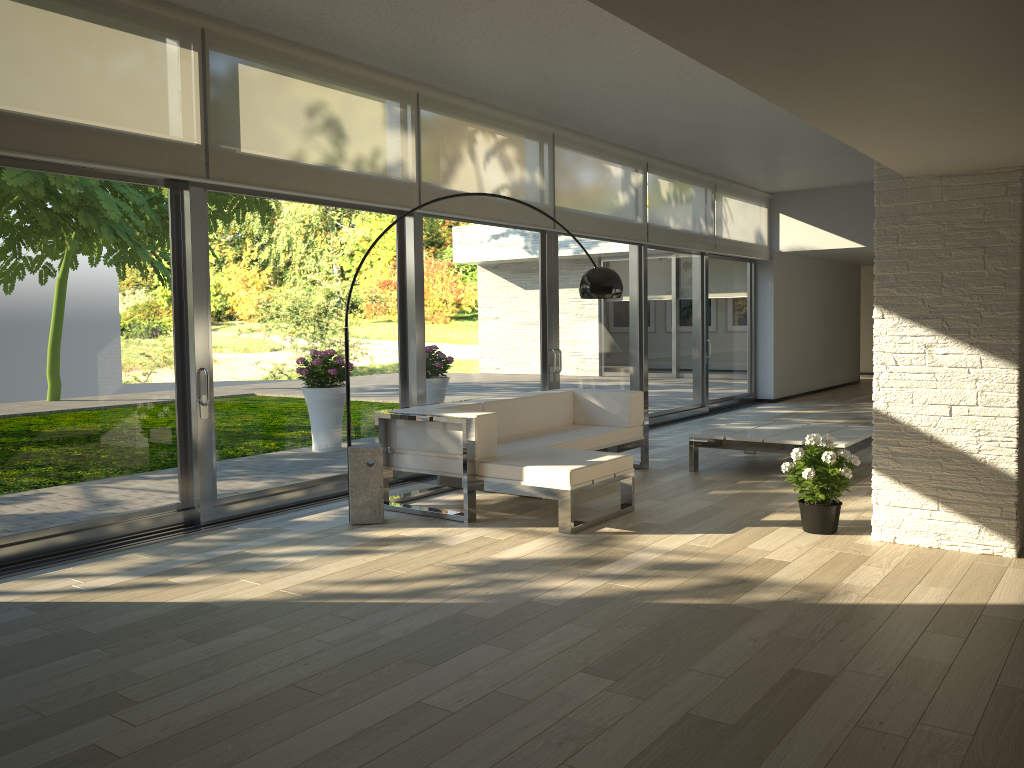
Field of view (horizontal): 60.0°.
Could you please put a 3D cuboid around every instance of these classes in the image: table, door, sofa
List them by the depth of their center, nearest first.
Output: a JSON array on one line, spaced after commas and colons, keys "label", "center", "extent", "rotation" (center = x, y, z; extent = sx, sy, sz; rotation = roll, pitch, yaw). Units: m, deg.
[{"label": "sofa", "center": [0.362, 0.449, 6.430], "extent": [1.546, 0.654, 2.405], "rotation": [2, 5, 36]}, {"label": "table", "center": [2.281, 0.535, 7.296], "extent": [1.220, 0.305, 1.221], "rotation": [2, 5, 36]}, {"label": "door", "center": [2.145, -0.468, 9.343], "extent": [19.443, 2.372, 22.961], "rotation": [2, 5, 36]}]

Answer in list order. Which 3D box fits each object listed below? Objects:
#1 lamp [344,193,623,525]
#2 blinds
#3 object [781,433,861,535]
[{"label": "lamp", "center": [-0.148, -0.176, 5.531], "extent": [1.753, 2.023, 0.283], "rotation": [-2, 3, -11]}, {"label": "blinds", "center": [0.381, -1.911, 8.243], "extent": [0.056, 0.983, 11.536], "rotation": [1, 4, 36]}, {"label": "object", "center": [1.775, 0.566, 5.083], "extent": [0.431, 0.570, 0.405], "rotation": [-3, 4, -32]}]
